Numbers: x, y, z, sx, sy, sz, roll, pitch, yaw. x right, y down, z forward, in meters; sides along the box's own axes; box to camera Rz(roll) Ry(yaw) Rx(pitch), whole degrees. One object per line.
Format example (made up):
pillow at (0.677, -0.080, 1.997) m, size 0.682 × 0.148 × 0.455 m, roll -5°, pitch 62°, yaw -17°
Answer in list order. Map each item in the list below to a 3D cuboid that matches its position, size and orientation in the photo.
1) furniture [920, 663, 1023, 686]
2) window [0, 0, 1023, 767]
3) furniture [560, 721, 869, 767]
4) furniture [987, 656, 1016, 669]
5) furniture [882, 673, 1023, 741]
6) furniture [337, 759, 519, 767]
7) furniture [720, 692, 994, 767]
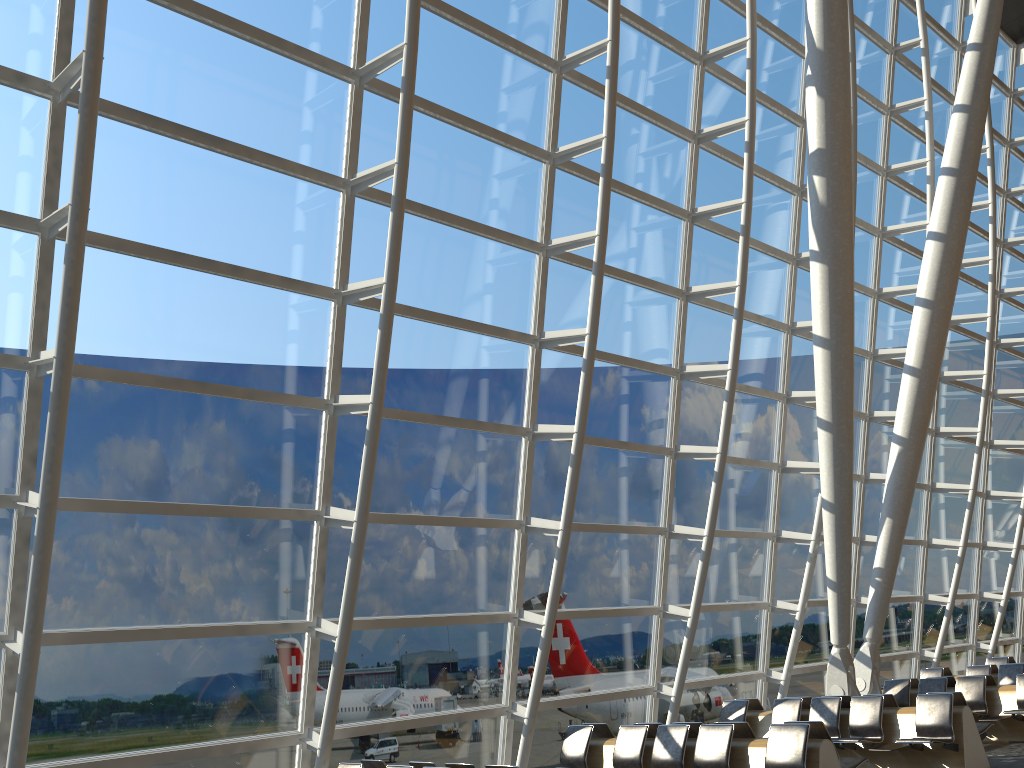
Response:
furniture at (8.587, 5.171, 14.914) m, size 1.669 × 0.849 × 3.314 m, roll 9°, pitch -22°, yaw -40°
window at (48.848, 6.636, 52.501) m, size 167.194 × 13.745 × 3.783 m, roll 10°, pitch -19°, yaw -40°
furniture at (1.787, 3.933, 9.049) m, size 1.669 × 0.849 × 3.314 m, roll 9°, pitch -22°, yaw -40°
furniture at (10.853, 5.584, 16.869) m, size 1.669 × 0.849 × 3.314 m, roll 9°, pitch -22°, yaw -40°
furniture at (6.320, 4.758, 12.959) m, size 1.669 × 0.849 × 3.314 m, roll 9°, pitch -22°, yaw -40°
furniture at (-0.480, 3.520, 7.094) m, size 1.669 × 0.849 × 3.314 m, roll 9°, pitch -22°, yaw -40°
furniture at (4.053, 4.345, 11.004) m, size 1.669 × 0.849 × 3.314 m, roll 9°, pitch -22°, yaw -40°
